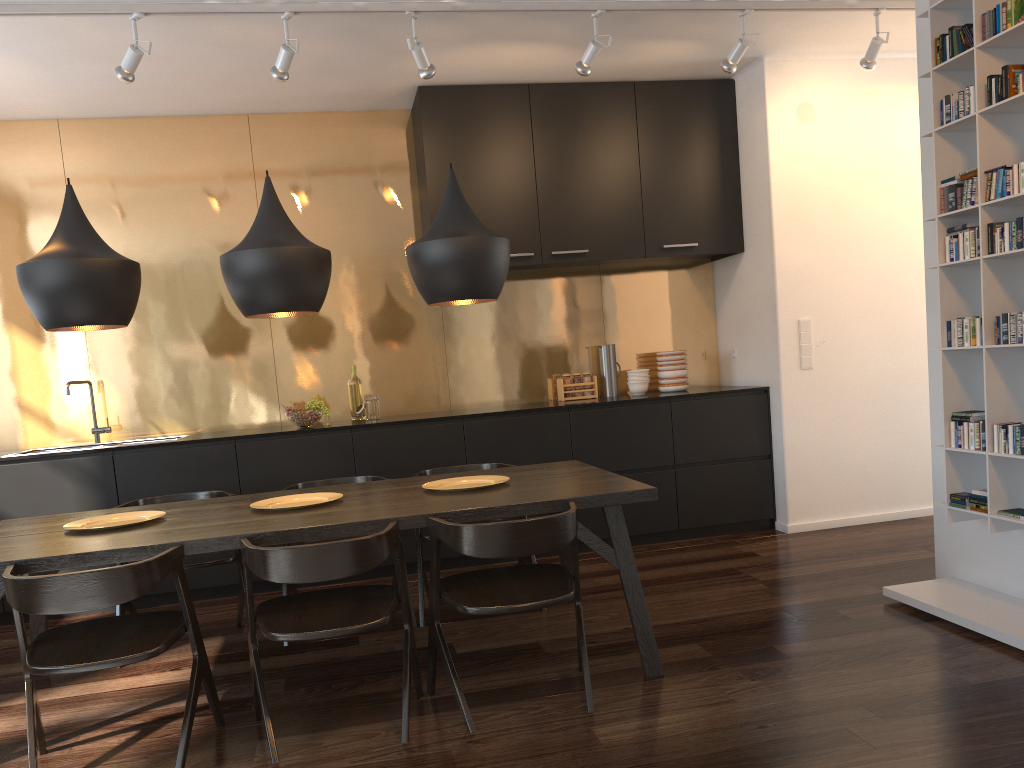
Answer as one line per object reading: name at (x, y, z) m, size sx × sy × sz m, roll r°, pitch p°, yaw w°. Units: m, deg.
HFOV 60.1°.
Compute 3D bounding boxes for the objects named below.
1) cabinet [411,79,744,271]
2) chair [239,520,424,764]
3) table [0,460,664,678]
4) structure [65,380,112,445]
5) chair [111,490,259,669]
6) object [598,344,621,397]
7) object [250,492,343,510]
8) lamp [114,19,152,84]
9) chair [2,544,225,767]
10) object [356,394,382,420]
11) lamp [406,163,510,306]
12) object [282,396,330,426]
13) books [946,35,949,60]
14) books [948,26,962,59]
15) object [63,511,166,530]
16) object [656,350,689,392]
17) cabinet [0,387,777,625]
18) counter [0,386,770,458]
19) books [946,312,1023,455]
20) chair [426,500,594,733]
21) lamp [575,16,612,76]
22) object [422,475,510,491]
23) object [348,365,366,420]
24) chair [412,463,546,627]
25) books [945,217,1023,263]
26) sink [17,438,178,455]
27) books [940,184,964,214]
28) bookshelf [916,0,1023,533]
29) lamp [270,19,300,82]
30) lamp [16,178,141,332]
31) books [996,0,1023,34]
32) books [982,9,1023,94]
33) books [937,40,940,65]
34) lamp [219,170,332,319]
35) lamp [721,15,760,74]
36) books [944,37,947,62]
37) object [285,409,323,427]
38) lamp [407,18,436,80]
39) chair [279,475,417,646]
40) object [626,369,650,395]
cabinet at (0.415, -1.270, 5.532) m, size 1.952 × 1.057 × 0.529 m, roll -5°, pitch 5°, yaw -11°
chair at (-0.599, 0.810, 2.910) m, size 0.592 × 0.675 × 0.517 m, roll -5°, pitch 4°, yaw -10°
table at (-0.787, 0.808, 3.454) m, size 2.497 × 0.683 × 1.103 m, roll -5°, pitch 2°, yaw -11°
structure at (-2.436, 0.170, 5.102) m, size 0.109 × 0.388 × 0.264 m, roll -4°, pitch 4°, yaw 5°
chair at (-1.493, 0.858, 4.023) m, size 0.592 × 0.675 × 0.518 m, roll -6°, pitch 4°, yaw -15°
object at (0.647, -0.088, 5.801) m, size 0.164 × 0.342 × 0.113 m, roll -5°, pitch 5°, yaw -8°
object at (-0.839, 0.461, 3.454) m, size 0.354 × 0.017 × 0.355 m, roll -5°, pitch 2°, yaw -30°
lamp at (-1.622, -1.439, 3.816) m, size 0.251 × 0.240 × 0.084 m, roll -3°, pitch 5°, yaw 30°
chair at (-1.266, 0.868, 2.777) m, size 0.592 × 0.675 × 0.517 m, roll -6°, pitch 4°, yaw -12°
object at (-0.864, 0.141, 5.368) m, size 0.176 × 0.152 × 0.088 m, roll -7°, pitch 5°, yaw -34°
lamp at (-0.218, -0.593, 3.484) m, size 0.411 × 0.544 × 0.408 m, roll -2°, pitch 5°, yaw 36°
object at (-1.187, 0.163, 5.102) m, size 0.238 × 0.174 × 0.177 m, roll -6°, pitch 4°, yaw -26°
books at (1.669, -1.262, 3.324) m, size 0.069 × 0.093 × 0.013 m, roll -5°, pitch 5°, yaw -11°
books at (1.671, -1.273, 3.303) m, size 0.074 × 0.116 × 0.028 m, roll -6°, pitch 5°, yaw -11°
object at (-1.492, 0.518, 3.329) m, size 0.355 × 0.017 × 0.354 m, roll -5°, pitch 1°, yaw -8°
object at (1.053, -0.084, 5.802) m, size 0.197 × 0.266 × 0.197 m, roll -8°, pitch 5°, yaw -37°
cabinet at (-0.931, 0.677, 5.326) m, size 5.056 × 0.906 × 0.729 m, roll -5°, pitch 4°, yaw -11°
counter at (-0.968, 0.229, 5.283) m, size 5.053 × 0.002 × 0.729 m, roll -5°, pitch 1°, yaw -11°
books at (1.829, -0.004, 3.302) m, size 0.122 × 0.514 × 0.467 m, roll -6°, pitch 4°, yaw -11°
chair at (0.000, 0.758, 3.024) m, size 0.592 × 0.675 × 0.517 m, roll -6°, pitch 4°, yaw -13°
lamp at (0.398, -1.613, 4.212) m, size 0.084 × 0.241 × 0.250 m, roll -9°, pitch 5°, yaw -40°
object at (-0.186, 0.405, 3.579) m, size 0.355 × 0.017 × 0.354 m, roll -5°, pitch 1°, yaw -8°
object at (-0.970, 0.052, 5.502) m, size 0.091 × 0.341 × 0.092 m, roll -10°, pitch 7°, yaw -44°
chair at (-0.197, 0.746, 4.241) m, size 0.592 × 0.675 × 0.517 m, roll -5°, pitch 4°, yaw -11°
books at (1.790, -0.530, 3.250) m, size 0.122 × 0.113 × 0.466 m, roll -5°, pitch 2°, yaw -11°
sink at (-1.090, 0.218, 5.216) m, size 3.409 × 0.245 × 0.480 m, roll -5°, pitch 2°, yaw -12°
books at (1.724, -0.714, 3.410) m, size 0.096 × 0.105 × 0.101 m, roll -5°, pitch 4°, yaw -11°
bookshelf at (1.830, -0.481, 3.262) m, size 0.226 × 2.088 × 0.636 m, roll -6°, pitch 5°, yaw -11°
lamp at (-0.997, -1.492, 3.943) m, size 0.251 × 0.241 × 0.084 m, roll -1°, pitch 6°, yaw 45°
lamp at (-1.582, -0.474, 3.224) m, size 0.411 × 0.544 × 0.408 m, roll -3°, pitch 4°, yaw 22°
books at (1.755, -1.269, 3.026) m, size 0.101 × 0.111 × 0.160 m, roll -5°, pitch 3°, yaw -11°
books at (1.757, -1.155, 3.073) m, size 0.107 × 0.335 × 0.227 m, roll -6°, pitch 4°, yaw -10°
books at (1.657, -1.262, 3.373) m, size 0.069 × 0.093 × 0.013 m, roll -5°, pitch 5°, yaw -11°
lamp at (-0.900, -0.533, 3.354) m, size 0.409 × 0.544 × 0.410 m, roll -7°, pitch 5°, yaw -35°
lamp at (1.133, -1.677, 4.353) m, size 0.085 × 0.241 × 0.250 m, roll -8°, pitch 5°, yaw -35°
books at (1.665, -1.262, 3.337) m, size 0.069 × 0.093 × 0.013 m, roll -5°, pitch 5°, yaw -11°
object at (-1.198, 0.202, 5.117) m, size 0.219 × 0.097 × 0.217 m, roll -3°, pitch 2°, yaw 36°
lamp at (-0.067, -0.780, 4.853) m, size 0.089 × 1.858 × 1.822 m, roll -2°, pitch 4°, yaw 23°
chair at (-0.792, 0.798, 4.128) m, size 0.592 × 0.675 × 0.517 m, roll -6°, pitch 4°, yaw -13°
object at (0.828, -0.013, 5.786) m, size 0.158 × 0.161 × 0.153 m, roll -4°, pitch 4°, yaw 17°
